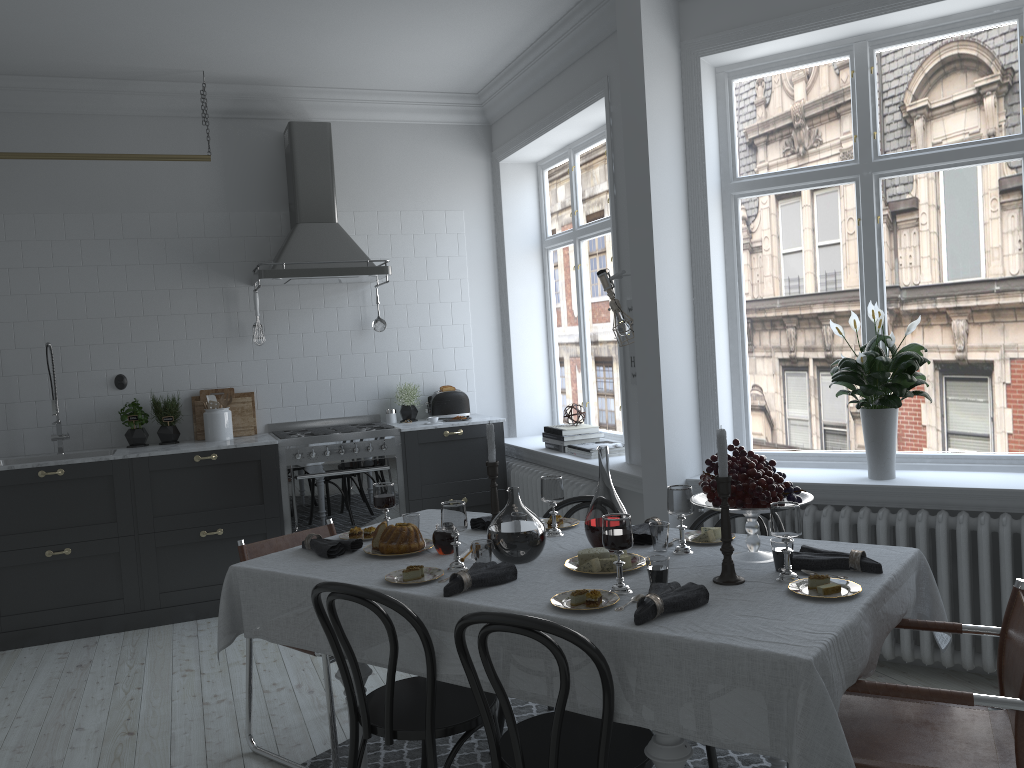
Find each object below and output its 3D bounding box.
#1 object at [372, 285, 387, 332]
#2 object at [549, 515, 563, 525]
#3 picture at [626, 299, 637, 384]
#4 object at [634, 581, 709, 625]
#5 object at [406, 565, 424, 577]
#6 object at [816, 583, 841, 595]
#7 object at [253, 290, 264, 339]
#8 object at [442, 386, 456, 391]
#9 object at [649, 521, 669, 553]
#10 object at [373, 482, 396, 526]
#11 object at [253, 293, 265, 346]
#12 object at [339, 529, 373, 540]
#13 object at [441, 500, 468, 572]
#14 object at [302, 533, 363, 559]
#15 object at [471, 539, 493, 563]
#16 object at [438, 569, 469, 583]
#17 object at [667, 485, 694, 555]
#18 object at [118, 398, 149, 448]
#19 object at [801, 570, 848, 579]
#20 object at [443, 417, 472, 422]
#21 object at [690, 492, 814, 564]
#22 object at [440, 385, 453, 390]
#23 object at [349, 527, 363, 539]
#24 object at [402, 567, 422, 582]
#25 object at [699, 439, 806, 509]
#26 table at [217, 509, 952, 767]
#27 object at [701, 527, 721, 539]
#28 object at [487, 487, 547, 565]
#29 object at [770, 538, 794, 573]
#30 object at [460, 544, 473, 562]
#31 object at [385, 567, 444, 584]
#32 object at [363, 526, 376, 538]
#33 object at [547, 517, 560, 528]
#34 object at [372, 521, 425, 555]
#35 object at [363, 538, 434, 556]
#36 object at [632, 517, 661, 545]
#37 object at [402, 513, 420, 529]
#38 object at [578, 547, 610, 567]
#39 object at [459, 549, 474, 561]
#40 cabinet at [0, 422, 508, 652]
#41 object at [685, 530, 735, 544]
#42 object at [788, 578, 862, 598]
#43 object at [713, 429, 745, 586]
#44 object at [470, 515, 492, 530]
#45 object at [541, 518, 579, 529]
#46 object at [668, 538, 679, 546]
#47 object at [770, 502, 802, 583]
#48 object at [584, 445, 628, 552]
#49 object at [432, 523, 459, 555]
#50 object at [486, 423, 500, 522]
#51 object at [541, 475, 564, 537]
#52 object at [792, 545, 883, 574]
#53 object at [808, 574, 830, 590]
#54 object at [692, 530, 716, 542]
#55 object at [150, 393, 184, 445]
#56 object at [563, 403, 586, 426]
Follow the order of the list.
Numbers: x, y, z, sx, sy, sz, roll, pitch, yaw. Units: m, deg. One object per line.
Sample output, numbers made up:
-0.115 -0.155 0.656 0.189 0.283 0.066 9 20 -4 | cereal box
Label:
-0.938 -0.529 6.219 0.101 0.331 0.030 -4 3 -10 | object
0.169 0.521 3.414 0.036 0.039 0.051 -6 4 -43 | object
0.691 -0.224 4.684 0.003 0.457 0.311 -5 3 -20 | picture
0.411 0.552 2.262 0.165 0.061 0.247 -3 3 19 | object
-0.302 0.583 2.761 0.057 0.037 0.021 -4 3 -2 | object
0.833 0.540 2.338 0.057 0.021 0.037 -5 3 -20 | object
-1.710 -0.467 5.939 0.066 0.332 0.024 -4 3 -15 | object
-0.450 0.071 6.333 0.107 0.110 0.010 -4 3 -16 | object
0.481 0.499 2.884 0.066 0.094 0.066 -4 3 -9 | object
-0.473 0.479 3.315 0.083 0.215 0.083 -4 3 -16 | object
-1.696 -0.442 5.910 0.074 0.381 0.076 -6 4 -40 | object
-0.570 0.581 3.400 0.182 0.013 0.182 -5 3 -20 | object
-0.181 0.485 2.824 0.083 0.215 0.083 -4 3 -16 | object
-0.682 0.577 3.168 0.247 0.061 0.165 -3 3 19 | object
-0.092 0.540 2.780 0.066 0.094 0.066 -5 3 -32 | object
-0.179 0.590 2.726 0.031 0.012 0.131 -2 3 37 | object
0.545 0.437 2.855 0.083 0.215 0.083 -5 3 -25 | object
-2.408 0.246 5.655 0.172 0.311 0.179 -4 3 -10 | object
0.879 0.534 2.493 0.131 0.012 0.031 -2 3 32 | object
-0.377 0.246 6.121 0.209 0.011 0.209 -3 3 17 | object
0.740 0.443 2.731 0.367 0.188 0.367 -3 3 21 | object
-0.471 0.065 6.407 0.107 0.110 0.010 -4 3 -16 | object
-0.600 0.569 3.398 0.038 0.041 0.057 -3 3 13 | object
-0.308 0.584 2.729 0.057 0.037 0.021 -5 3 -30 | object
0.733 0.278 2.712 0.318 0.215 0.347 -2 3 32 | object
0.158 0.983 2.908 2.179 0.842 1.210 -2 3 36 | table
0.672 0.508 3.029 0.077 0.039 0.040 -1 4 39 | object
0.013 0.455 2.863 0.194 0.245 0.194 -6 3 -37 | object
0.781 0.496 2.558 0.066 0.094 0.066 -5 3 -32 | object
-0.144 0.563 2.972 0.031 0.031 0.167 -3 3 15 | object
-0.301 0.596 2.741 0.182 0.013 0.182 -4 3 -5 | object
-0.543 0.567 3.395 0.036 0.039 0.051 -3 3 19 | object
0.158 0.523 3.347 0.038 0.041 0.057 -3 3 21 | object
-0.405 0.541 3.124 0.191 0.105 0.164 -4 3 -1 | object
-0.396 0.582 3.135 0.251 0.018 0.251 -5 3 -20 | object
0.436 0.510 3.104 0.165 0.061 0.247 -3 3 19 | object
-0.373 0.532 3.305 0.066 0.094 0.066 -5 3 -32 | object
0.252 0.540 2.747 0.100 0.056 0.056 -4 3 -3 | object
-0.139 0.575 2.992 0.075 0.009 0.150 -3 3 14 | object
-1.935 0.901 5.633 3.897 1.012 0.646 -5 3 -20 | cabinet
0.664 0.522 3.009 0.182 0.013 0.182 -5 3 -20 | object
0.828 0.544 2.348 0.182 0.013 0.182 -4 3 -10 | object
0.598 0.341 2.490 0.089 0.432 0.089 -4 3 2 | object
-0.061 0.524 3.464 0.165 0.061 0.247 -3 3 19 | object
0.166 0.536 3.380 0.182 0.013 0.182 -5 3 -20 | object
0.541 0.531 2.996 0.031 0.012 0.131 -2 3 22 | object
0.766 0.442 2.475 0.083 0.215 0.083 -4 3 -16 | object
0.311 0.380 2.932 0.152 0.352 0.152 -2 3 30 | object
-0.229 0.532 3.054 0.091 0.101 0.091 -2 3 25 | object
-0.064 0.353 3.096 0.089 0.432 0.089 -4 3 2 | object
0.150 0.445 3.223 0.083 0.215 0.083 -4 3 -16 | object
0.942 0.503 2.587 0.247 0.061 0.165 -3 3 19 | object
0.824 0.530 2.379 0.057 0.037 0.021 -4 3 0 | object
0.646 0.511 2.996 0.078 0.040 0.039 -1 4 44 | object
-2.223 0.204 5.708 0.186 0.367 0.196 -2 3 24 | object
0.408 0.199 5.768 0.147 0.148 0.147 -5 3 -29 | object
